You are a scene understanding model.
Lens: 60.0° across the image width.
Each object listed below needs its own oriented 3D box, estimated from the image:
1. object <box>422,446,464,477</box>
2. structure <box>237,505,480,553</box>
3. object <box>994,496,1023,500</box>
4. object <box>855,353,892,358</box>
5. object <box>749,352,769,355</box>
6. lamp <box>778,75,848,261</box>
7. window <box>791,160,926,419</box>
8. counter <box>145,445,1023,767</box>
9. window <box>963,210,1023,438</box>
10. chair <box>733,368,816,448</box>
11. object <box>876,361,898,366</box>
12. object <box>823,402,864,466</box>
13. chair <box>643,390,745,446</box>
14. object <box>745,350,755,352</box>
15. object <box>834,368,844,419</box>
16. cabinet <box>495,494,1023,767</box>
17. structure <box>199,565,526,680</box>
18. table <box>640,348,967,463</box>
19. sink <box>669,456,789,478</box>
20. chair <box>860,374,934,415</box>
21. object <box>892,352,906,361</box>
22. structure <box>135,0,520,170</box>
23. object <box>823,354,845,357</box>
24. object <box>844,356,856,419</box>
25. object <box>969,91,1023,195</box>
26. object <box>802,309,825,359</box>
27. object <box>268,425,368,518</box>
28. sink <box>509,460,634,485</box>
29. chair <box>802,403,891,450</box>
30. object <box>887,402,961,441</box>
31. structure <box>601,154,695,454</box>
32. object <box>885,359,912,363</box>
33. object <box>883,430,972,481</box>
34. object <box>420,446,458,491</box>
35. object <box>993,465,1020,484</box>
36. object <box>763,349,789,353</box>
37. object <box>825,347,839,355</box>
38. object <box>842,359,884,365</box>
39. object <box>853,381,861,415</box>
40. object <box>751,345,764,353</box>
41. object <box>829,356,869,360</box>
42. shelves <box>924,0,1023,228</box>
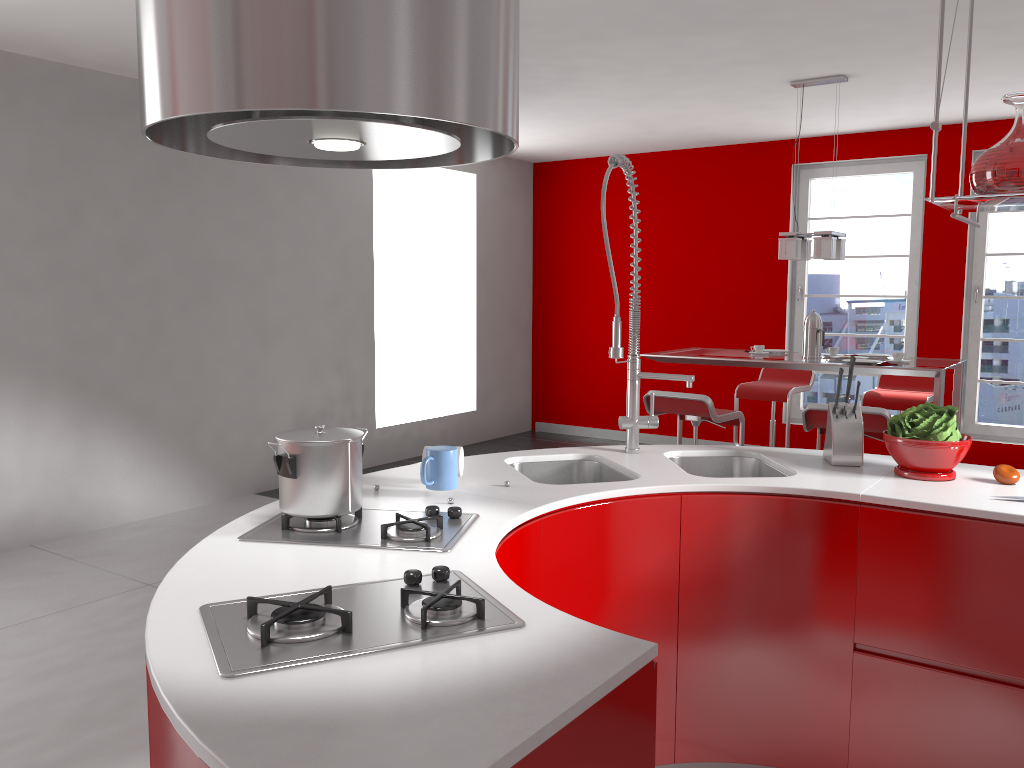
[{"bbox_3d":[-0.184,0.208,2.350,0.100,0.080,0.109,1,6,5],"label":"object"},{"bbox_3d":[-0.321,0.295,1.930,0.457,0.037,0.303,1,6,10],"label":"structure"},{"bbox_3d":[1.376,0.286,2.173,0.375,0.008,0.041,2,6,12],"label":"object"},{"bbox_3d":[2.164,-0.167,5.300,0.217,0.015,0.217,1,6,11],"label":"object"},{"bbox_3d":[1.526,-0.188,5.477,0.119,0.016,0.119,2,6,15],"label":"object"},{"bbox_3d":[1.764,-1.240,5.157,0.304,1.025,0.304,5,7,35],"label":"lamp"},{"bbox_3d":[2.720,-0.698,7.042,0.938,2.038,0.117,5,7,35],"label":"window"},{"bbox_3d":[0.675,0.735,2.170,2.865,0.880,1.868,-2,7,-21],"label":"counter"},{"bbox_3d":[3.784,-0.613,6.301,0.938,2.038,0.117,5,7,35],"label":"window"},{"bbox_3d":[1.848,0.311,6.253,0.418,0.857,0.460,6,8,42],"label":"chair"},{"bbox_3d":[2.024,-0.108,4.759,0.095,0.012,0.234,5,8,35],"label":"object"},{"bbox_3d":[1.003,0.146,2.683,0.091,0.178,0.137,1,6,8],"label":"object"},{"bbox_3d":[0.998,0.454,4.896,0.418,0.857,0.460,5,8,40],"label":"chair"},{"bbox_3d":[1.544,-0.214,5.728,0.095,0.012,0.234,4,7,34],"label":"object"},{"bbox_3d":[0.973,0.088,2.662,0.012,0.279,0.130,1,6,6],"label":"object"},{"bbox_3d":[0.872,0.724,1.978,1.875,0.761,1.025,-1,6,-10],"label":"cabinet"},{"bbox_3d":[-0.243,0.352,1.404,0.457,0.037,0.303,-3,7,-25],"label":"structure"},{"bbox_3d":[1.713,0.335,5.359,1.700,1.000,0.800,5,7,35],"label":"table"},{"bbox_3d":[0.646,0.343,2.686,0.326,0.172,0.428,0,6,-4],"label":"sink"},{"bbox_3d":[2.536,0.363,5.797,0.418,0.857,0.460,5,8,37],"label":"chair"},{"bbox_3d":[2.145,-0.148,4.907,0.078,0.049,0.062,4,7,34],"label":"object"},{"bbox_3d":[-0.308,-0.894,1.525,0.644,0.958,0.644,0,6,1],"label":"structure"},{"bbox_3d":[1.929,-0.170,5.322,0.119,0.016,0.119,4,7,32],"label":"object"},{"bbox_3d":[0.999,0.073,2.647,0.014,0.322,0.150,1,6,6],"label":"object"},{"bbox_3d":[1.293,-0.602,2.266,0.213,0.266,0.213,-3,7,-27],"label":"object"},{"bbox_3d":[1.784,-0.296,5.212,0.149,0.287,0.113,6,8,43],"label":"object"},{"bbox_3d":[-0.418,0.182,1.938,0.189,0.185,0.218,0,6,-3],"label":"object"},{"bbox_3d":[0.167,0.350,2.602,0.326,0.172,0.428,-2,6,-16],"label":"sink"},{"bbox_3d":[1.680,0.509,4.414,0.418,0.857,0.460,4,7,30],"label":"chair"},{"bbox_3d":[1.155,0.146,2.495,0.198,0.182,0.193,5,8,40],"label":"object"},{"bbox_3d":[0.393,-0.232,2.727,0.308,0.920,0.178,-1,6,-11],"label":"structure"},{"bbox_3d":[2.138,-0.125,4.914,0.119,0.016,0.119,-4,8,-35],"label":"object"},{"bbox_3d":[1.164,0.200,2.495,0.229,0.118,0.228,1,6,6],"label":"object"},{"bbox_3d":[-0.179,0.213,2.220,0.080,0.100,0.109,1,6,8],"label":"object"},{"bbox_3d":[1.341,0.246,2.405,0.064,0.048,0.063,2,6,13],"label":"object"},{"bbox_3d":[1.655,-0.207,5.646,0.217,0.015,0.217,-3,7,-31],"label":"object"},{"bbox_3d":[1.927,-0.194,5.327,0.062,0.049,0.078,-1,6,-15],"label":"object"},{"bbox_3d":[1.915,-0.119,4.843,0.217,0.015,0.217,-2,6,-19],"label":"object"},{"bbox_3d":[1.026,0.087,2.654,0.009,0.197,0.091,1,6,6],"label":"object"},{"bbox_3d":[1.522,-0.213,5.481,0.062,0.049,0.078,-4,7,-32],"label":"object"},{"bbox_3d":[1.939,-0.147,5.103,0.217,0.015,0.217,-2,6,-18],"label":"object"},{"bbox_3d":[1.542,-0.911,2.082,0.934,1.023,0.462,5,7,35],"label":"shelves"}]
